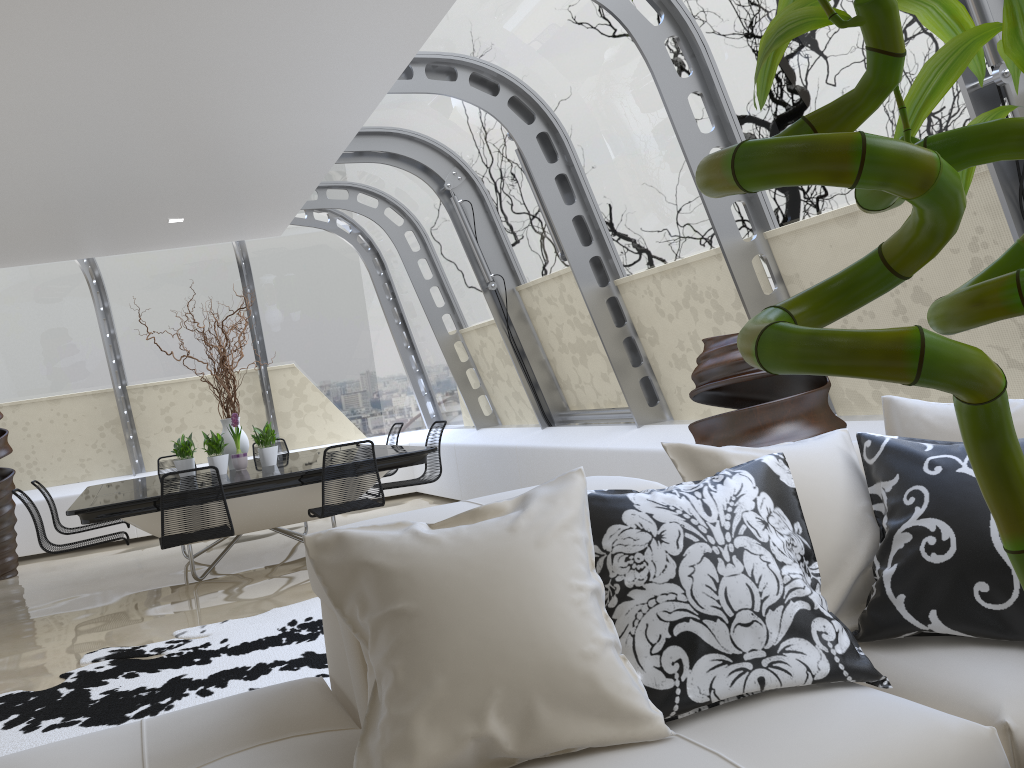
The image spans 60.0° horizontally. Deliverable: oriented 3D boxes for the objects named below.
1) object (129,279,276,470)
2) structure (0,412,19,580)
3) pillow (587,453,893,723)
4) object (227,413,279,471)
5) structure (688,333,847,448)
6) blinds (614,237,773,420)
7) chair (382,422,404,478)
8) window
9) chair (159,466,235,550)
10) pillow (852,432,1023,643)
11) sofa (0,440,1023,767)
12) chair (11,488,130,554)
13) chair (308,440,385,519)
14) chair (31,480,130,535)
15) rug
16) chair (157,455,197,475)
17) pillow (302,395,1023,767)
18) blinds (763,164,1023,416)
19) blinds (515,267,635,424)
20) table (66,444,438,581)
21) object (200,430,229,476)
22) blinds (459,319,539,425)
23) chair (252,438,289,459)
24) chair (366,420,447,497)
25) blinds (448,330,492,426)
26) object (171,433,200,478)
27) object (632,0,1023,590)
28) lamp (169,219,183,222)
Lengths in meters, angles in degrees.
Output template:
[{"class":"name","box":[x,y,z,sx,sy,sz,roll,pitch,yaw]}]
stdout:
[{"class":"object","box":[-2.541,-0.031,7.370,1.031,1.549,1.135,-9,0,-31]},{"class":"structure","box":[-5.001,0.958,8.455,0.498,1.843,0.493,-8,0,-12]},{"class":"pillow","box":[0.403,0.427,1.876,0.604,0.471,0.394,-8,0,-8]},{"class":"object","box":[-2.112,0.453,7.327,0.417,0.476,0.238,-8,0,5]},{"class":"structure","box":[1.103,0.392,3.796,0.674,1.258,0.672,-8,0,44]},{"class":"blinds","box":[1.187,-0.250,5.381,0.329,1.027,1.430,-8,0,-23]},{"class":"chair","box":[-1.371,0.679,8.536,0.688,0.519,0.446,-8,0,-23]},{"class":"window","box":[-5.606,0.539,2.955,16.693,3.674,16.171,-8,0,-17]},{"class":"chair","box":[-2.070,0.795,5.741,0.446,0.519,0.688,-8,0,-23]},{"class":"pillow","box":[1.054,0.342,1.947,0.599,0.483,0.405,-8,0,35]},{"class":"sofa","box":[0.926,0.608,0.803,3.257,0.866,4.169,-8,0,-23]},{"class":"chair","box":[-3.154,0.951,6.367,0.688,0.519,0.446,-8,0,-23]},{"class":"chair","box":[-1.164,0.661,6.137,0.446,0.519,0.688,-8,0,-23]},{"class":"chair","box":[-3.655,1.019,7.538,0.688,0.519,0.446,-8,0,-23]},{"class":"rug","box":[-1.071,1.316,4.180,3.220,0.008,2.705,-8,0,-23]},{"class":"chair","box":[-3.235,0.952,8.642,0.446,0.519,0.688,-8,0,-23]},{"class":"pillow","box":[1.307,0.266,1.358,3.322,0.530,1.656,-8,0,37]},{"class":"blinds","box":[1.792,-0.332,3.968,0.329,1.027,1.430,-8,0,-23]},{"class":"blinds","box":[0.543,-0.257,6.780,0.387,1.214,1.376,-8,0,-23]},{"class":"table","box":[-2.195,1.085,7.407,2.494,0.759,3.031,-8,0,-23]},{"class":"object","box":[-2.363,0.542,7.070,0.215,0.369,0.284,-8,0,10]},{"class":"blinds","box":[-0.024,-0.086,8.208,0.329,1.027,1.430,-8,0,-23]},{"class":"chair","box":[-2.394,0.827,9.009,0.446,0.519,0.688,-8,0,-23]},{"class":"chair","box":[-0.869,0.611,7.365,0.688,0.519,0.446,-8,0,-23]},{"class":"blinds","box":[-0.476,0.508,9.854,0.663,2.118,1.829,-8,0,-23]},{"class":"object","box":[-2.721,0.593,7.385,0.215,0.369,0.284,-8,0,15]},{"class":"object","box":[0.318,-0.073,0.334,0.673,1.546,0.584,-8,0,16]},{"class":"lamp","box":[-5.273,-0.983,1.085,9.775,0.004,9.928,-8,0,-23]}]
